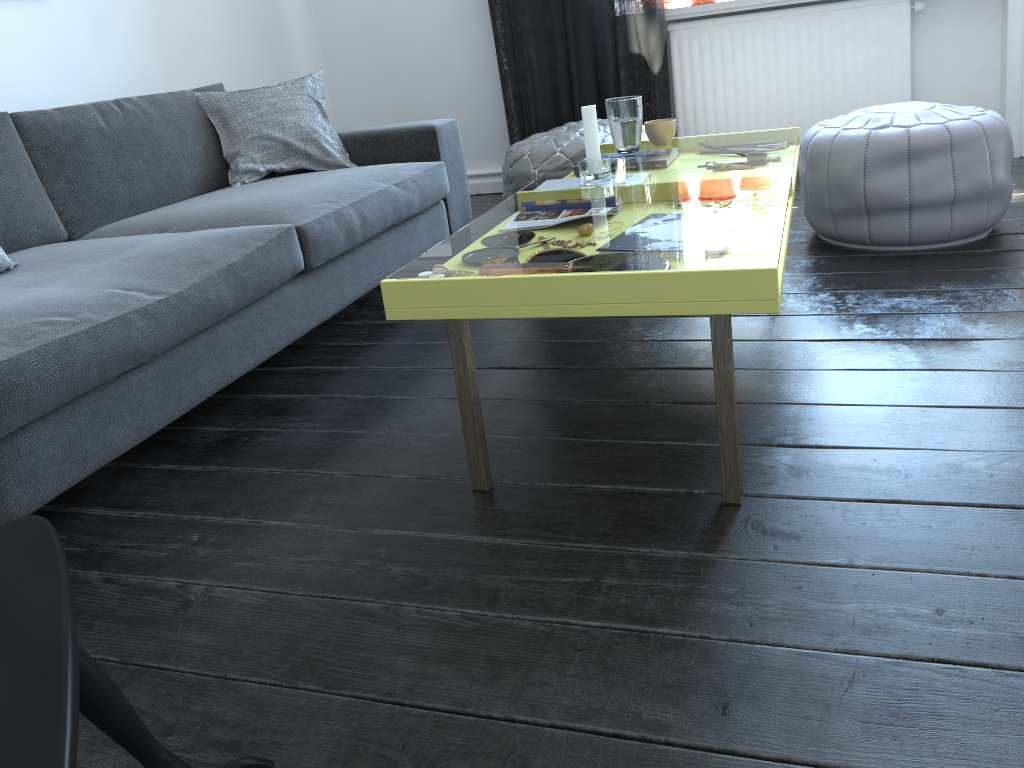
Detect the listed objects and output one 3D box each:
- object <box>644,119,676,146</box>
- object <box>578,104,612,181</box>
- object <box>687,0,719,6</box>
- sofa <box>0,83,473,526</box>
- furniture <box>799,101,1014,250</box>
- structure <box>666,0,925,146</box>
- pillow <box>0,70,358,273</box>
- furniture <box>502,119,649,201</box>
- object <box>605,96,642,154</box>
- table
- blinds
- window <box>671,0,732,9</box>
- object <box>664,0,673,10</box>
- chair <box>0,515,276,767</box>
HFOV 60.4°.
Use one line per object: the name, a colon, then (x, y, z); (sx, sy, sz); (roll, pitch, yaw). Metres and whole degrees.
object: (0.414, -0.697, 2.448); (0.089, 0.064, 0.088); (-24, 25, -38)
object: (0.186, -0.563, 2.044); (0.076, 0.168, 0.076); (-19, 20, -32)
object: (0.869, -1.938, 4.054); (0.259, 0.358, 0.241); (3, 21, 31)
sofa: (-1.020, -0.403, 2.370); (1.083, 0.700, 2.458); (0, 22, 20)
furniture: (1.222, -0.661, 2.754); (0.614, 0.406, 0.632); (-2, 20, 14)
structure: (1.238, -1.331, 3.881); (1.063, 0.609, 0.075); (0, 18, 20)
pillow: (-1.130, -0.649, 2.404); (0.478, 0.476, 2.127); (1, 23, 24)
furniture: (0.300, -0.859, 3.545); (0.679, 0.370, 0.703); (0, 21, 20)
object: (0.308, -0.700, 2.384); (0.098, 0.141, 0.100); (-13, 19, -17)
table: (0.320, -0.252, 1.968); (0.600, 0.386, 1.451); (0, 22, 19)
blinds: (0.182, -2.288, 3.718); (0.803, 2.881, 0.116); (-2, 17, 19)
window: (1.231, -2.763, 3.884); (1.567, 1.925, 0.111); (-1, 17, 20)
object: (0.667, -2.001, 4.113); (0.300, 0.483, 0.345); (-7, 18, 4)
chair: (-0.598, 0.173, 0.404); (0.916, 0.974, 0.625); (-16, 19, -23)
